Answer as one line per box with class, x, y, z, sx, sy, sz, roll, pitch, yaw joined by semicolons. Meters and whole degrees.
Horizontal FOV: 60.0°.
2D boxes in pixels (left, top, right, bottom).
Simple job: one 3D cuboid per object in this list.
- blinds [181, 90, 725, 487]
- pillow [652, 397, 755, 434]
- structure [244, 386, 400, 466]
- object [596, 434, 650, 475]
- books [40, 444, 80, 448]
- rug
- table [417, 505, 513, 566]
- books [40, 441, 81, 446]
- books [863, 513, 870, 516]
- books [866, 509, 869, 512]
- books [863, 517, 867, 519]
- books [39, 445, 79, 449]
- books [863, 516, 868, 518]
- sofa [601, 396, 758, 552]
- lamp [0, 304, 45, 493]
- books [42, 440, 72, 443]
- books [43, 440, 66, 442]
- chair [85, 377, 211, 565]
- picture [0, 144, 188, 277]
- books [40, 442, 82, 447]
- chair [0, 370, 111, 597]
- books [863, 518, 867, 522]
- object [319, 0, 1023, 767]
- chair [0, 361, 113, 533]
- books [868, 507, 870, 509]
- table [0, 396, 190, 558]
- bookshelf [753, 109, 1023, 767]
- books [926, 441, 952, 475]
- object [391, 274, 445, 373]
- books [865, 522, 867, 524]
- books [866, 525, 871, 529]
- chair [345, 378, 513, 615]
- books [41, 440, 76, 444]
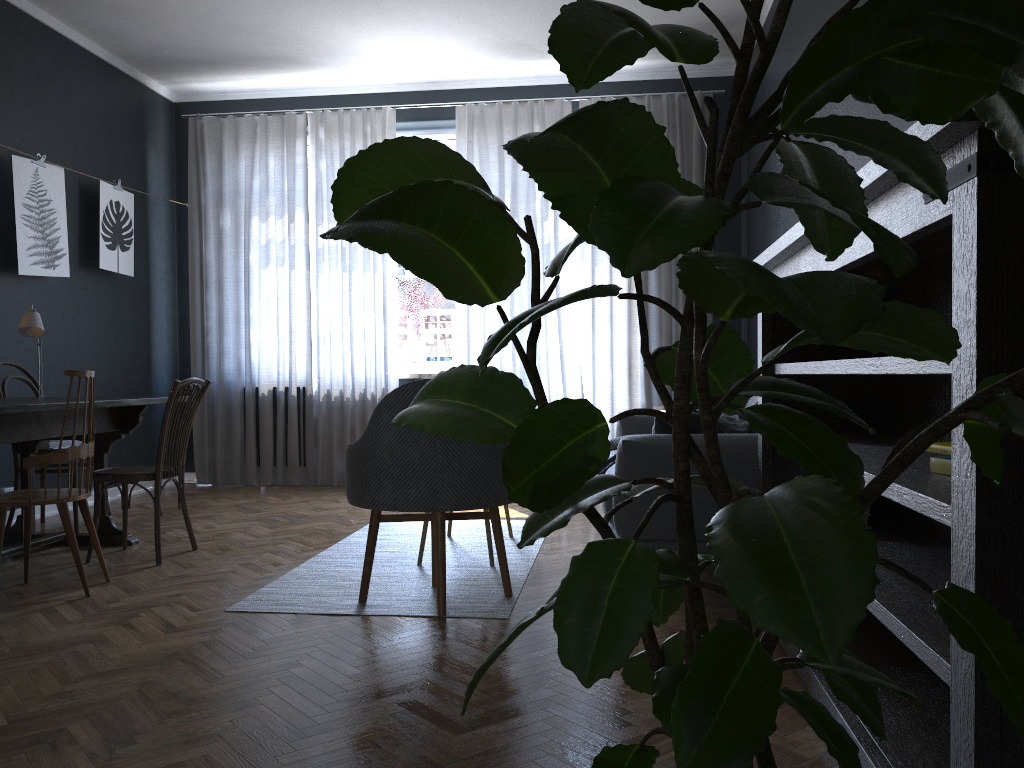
blinds;-0.477;-0.644;6.527;3.992;2.790;0.312;0;1;7
pillow;0.784;0.198;3.586;0.442;0.362;0.797;0;1;25
structure;-1.150;0.315;6.697;1.846;0.600;0.215;0;1;7
object;0.678;0.389;4.812;0.490;0.329;0.666;0;1;12
books;-2.469;0.331;4.810;0.218;0.007;0.304;0;1;19
rug;-0.389;0.781;4.024;1.003;0.013;2.010;0;1;7
table;-0.204;0.505;4.130;0.339;0.550;0.787;0;1;7
books;-2.468;0.316;4.810;0.218;0.013;0.304;0;1;19
books;0.934;0.368;2.671;0.218;0.006;0.304;0;1;12
books;0.928;0.356;2.673;0.218;0.008;0.304;0;1;10
books;0.934;0.380;2.680;0.218;0.008;0.288;0;1;13
books;-2.469;0.338;4.812;0.218;0.008;0.304;0;1;14
books;0.935;0.374;2.680;0.218;0.008;0.288;0;1;13
sofa;0.913;0.369;4.202;0.970;0.798;2.339;0;1;6
lamp;-2.534;0.133;4.693;0.242;1.070;0.800;-2;2;-39
books;-2.475;0.305;4.813;0.218;0.008;0.288;0;1;20
books;-2.473;0.299;4.821;0.218;0.006;0.304;0;1;19
chair;-1.656;0.381;4.046;0.467;0.820;0.363;0;1;7
picture;-2.766;-0.991;4.664;0.058;0.771;4.456;0;1;7
books;-2.469;0.324;4.812;0.218;0.008;0.304;0;1;19
chair;-1.789;0.375;3.403;0.384;0.857;0.456;-1;1;-8
books;0.928;0.385;2.682;0.218;0.013;0.304;0;1;11
object;0.315;-0.136;0.844;1.118;1.899;0.763;0;1;1
chair;-2.504;0.330;4.840;0.549;0.921;0.437;0;1;4
books;0.931;0.349;2.672;0.218;0.008;0.304;0;1;10
table;-2.282;0.436;3.781;1.126;0.728;1.604;0;1;7
bookshelf;0.898;0.205;2.056;0.451;1.172;1.918;0;1;7
books;0.887;0.171;1.697;0.174;0.113;0.197;-1;1;-4
object;-0.712;-0.486;6.650;0.514;0.810;0.599;-1;1;-19
books;0.929;0.393;2.681;0.218;0.008;0.304;0;1;11
books;0.929;0.408;2.681;0.218;0.008;0.304;0;1;7
chair;-0.261;0.381;3.195;0.645;0.811;0.494;-1;1;-15
books;-2.474;0.311;4.812;0.218;0.008;0.288;0;1;20
